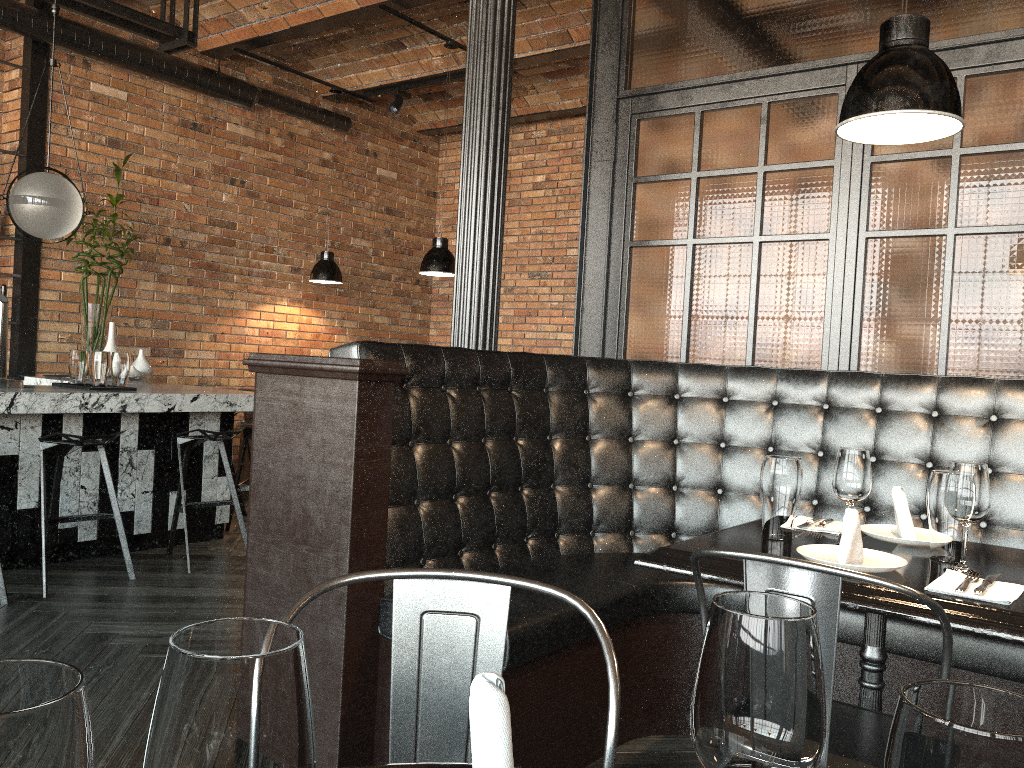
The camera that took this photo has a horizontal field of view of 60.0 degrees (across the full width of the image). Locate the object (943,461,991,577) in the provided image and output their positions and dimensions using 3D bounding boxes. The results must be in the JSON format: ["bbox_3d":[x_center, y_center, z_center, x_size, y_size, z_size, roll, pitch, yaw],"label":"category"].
[{"bbox_3d":[1.005,0.295,1.962,0.092,0.244,0.092,4,1,19],"label":"object"}]

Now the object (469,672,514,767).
[{"bbox_3d":[-0.009,0.323,0.710,0.232,0.139,0.232,3,1,6],"label":"object"}]

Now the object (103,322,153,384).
[{"bbox_3d":[-2.576,-0.206,5.898,0.316,0.397,0.319,3,1,-5],"label":"object"}]

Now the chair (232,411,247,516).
[{"bbox_3d":[-2.135,0.542,6.149,0.475,0.737,0.414,4,1,31],"label":"chair"}]

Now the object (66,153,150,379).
[{"bbox_3d":[-2.825,-0.804,6.117,0.584,1.546,0.673,3,1,-15],"label":"object"}]

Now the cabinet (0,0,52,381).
[{"bbox_3d":[-5.430,-1.048,3.423,0.564,3.779,7.075,4,1,36],"label":"cabinet"}]

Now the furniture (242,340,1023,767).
[{"bbox_3d":[1.962,0.628,1.779,5.451,1.212,1.979,4,1,36],"label":"furniture"}]

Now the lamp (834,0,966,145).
[{"bbox_3d":[0.981,-1.438,2.128,0.291,1.653,0.291,3,1,-9],"label":"lamp"}]

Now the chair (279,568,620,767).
[{"bbox_3d":[-0.116,0.703,1.034,0.504,0.857,0.558,3,1,1],"label":"chair"}]

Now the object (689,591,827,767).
[{"bbox_3d":[0.170,0.276,0.626,0.092,0.244,0.092,4,1,36],"label":"object"}]

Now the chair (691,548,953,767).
[{"bbox_3d":[0.614,0.730,1.750,0.504,0.857,0.558,4,1,36],"label":"chair"}]

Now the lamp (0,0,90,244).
[{"bbox_3d":[-2.367,-1.603,4.566,0.340,1.754,0.340,3,1,-8],"label":"lamp"}]

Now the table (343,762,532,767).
[{"bbox_3d":[-0.049,0.768,0.515,0.866,0.758,0.866,3,1,0],"label":"table"}]

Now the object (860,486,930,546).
[{"bbox_3d":[1.042,0.348,2.342,0.232,0.139,0.232,3,1,-6],"label":"object"}]

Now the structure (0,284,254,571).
[{"bbox_3d":[-3.769,0.151,3.872,1.930,1.430,5.346,4,1,36],"label":"structure"}]

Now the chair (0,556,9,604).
[{"bbox_3d":[-2.471,0.572,3.804,0.414,0.737,0.475,4,2,41],"label":"chair"}]

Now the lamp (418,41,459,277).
[{"bbox_3d":[-0.478,-1.609,6.344,0.291,1.653,0.291,3,1,-9],"label":"lamp"}]

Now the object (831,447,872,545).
[{"bbox_3d":[0.835,0.281,2.187,0.092,0.244,0.092,2,1,-37],"label":"object"}]

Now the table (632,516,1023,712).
[{"bbox_3d":[0.868,0.786,2.152,0.872,0.758,0.872,4,1,36],"label":"table"}]

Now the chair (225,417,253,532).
[{"bbox_3d":[-1.665,0.576,5.803,0.475,0.737,0.414,4,2,41],"label":"chair"}]

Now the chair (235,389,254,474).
[{"bbox_3d":[-1.944,0.470,7.225,0.504,0.857,0.558,4,1,36],"label":"chair"}]

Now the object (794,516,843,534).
[{"bbox_3d":[0.848,0.389,2.469,0.157,0.019,0.255,4,1,32],"label":"object"}]

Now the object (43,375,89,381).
[{"bbox_3d":[-2.898,-0.040,6.140,0.622,0.014,0.622,3,1,9],"label":"object"}]

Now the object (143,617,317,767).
[{"bbox_3d":[-0.158,0.260,0.491,0.092,0.244,0.092,4,1,36],"label":"object"}]

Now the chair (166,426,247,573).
[{"bbox_3d":[-1.709,0.593,4.841,0.414,0.737,0.475,4,1,26],"label":"chair"}]

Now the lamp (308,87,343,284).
[{"bbox_3d":[-1.548,-1.696,7.582,0.291,1.653,0.291,3,1,11],"label":"lamp"}]

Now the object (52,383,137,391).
[{"bbox_3d":[-2.322,0.016,4.930,0.437,0.019,0.273,4,1,36],"label":"object"}]

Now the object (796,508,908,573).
[{"bbox_3d":[0.761,0.340,1.984,0.232,0.139,0.232,3,1,-5],"label":"object"}]

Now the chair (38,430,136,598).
[{"bbox_3d":[-2.125,0.581,4.274,0.414,0.737,0.475,4,1,31],"label":"chair"}]

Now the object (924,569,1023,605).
[{"bbox_3d":[0.958,0.409,1.824,0.157,0.019,0.255,4,1,37],"label":"object"}]
